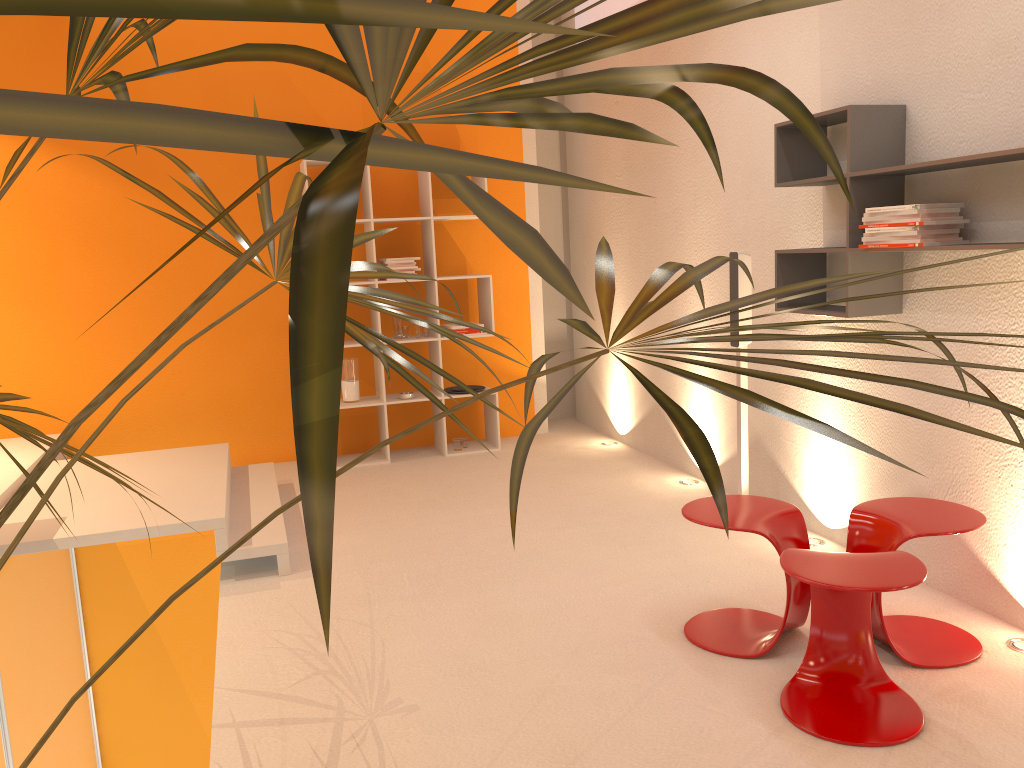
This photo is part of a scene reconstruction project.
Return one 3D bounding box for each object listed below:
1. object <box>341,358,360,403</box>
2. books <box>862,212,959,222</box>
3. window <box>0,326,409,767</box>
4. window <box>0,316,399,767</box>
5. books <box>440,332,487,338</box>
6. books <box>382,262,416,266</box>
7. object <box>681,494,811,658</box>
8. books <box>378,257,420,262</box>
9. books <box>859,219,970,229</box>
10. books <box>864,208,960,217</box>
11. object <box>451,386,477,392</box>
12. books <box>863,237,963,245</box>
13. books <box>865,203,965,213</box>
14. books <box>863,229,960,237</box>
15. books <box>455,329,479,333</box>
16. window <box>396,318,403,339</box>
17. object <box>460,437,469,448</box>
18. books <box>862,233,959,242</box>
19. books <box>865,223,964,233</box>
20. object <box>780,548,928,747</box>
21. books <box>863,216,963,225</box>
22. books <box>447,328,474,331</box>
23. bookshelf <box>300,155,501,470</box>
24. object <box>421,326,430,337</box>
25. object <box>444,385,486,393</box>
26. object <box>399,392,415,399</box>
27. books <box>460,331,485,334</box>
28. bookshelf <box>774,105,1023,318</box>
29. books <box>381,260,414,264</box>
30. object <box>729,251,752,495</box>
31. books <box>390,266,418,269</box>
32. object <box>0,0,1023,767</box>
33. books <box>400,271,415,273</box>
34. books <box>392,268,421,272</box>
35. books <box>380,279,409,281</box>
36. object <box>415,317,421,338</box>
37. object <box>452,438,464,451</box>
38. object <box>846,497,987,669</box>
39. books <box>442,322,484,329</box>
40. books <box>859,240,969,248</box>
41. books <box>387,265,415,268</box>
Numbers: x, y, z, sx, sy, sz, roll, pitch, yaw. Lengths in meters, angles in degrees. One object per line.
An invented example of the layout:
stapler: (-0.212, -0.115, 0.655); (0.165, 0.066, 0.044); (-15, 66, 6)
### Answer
object: (-1.088, -0.023, 5.956); (0.129, 0.291, 0.129); (-1, 9, 11)
books: (1.418, -0.595, 3.164); (0.190, 0.015, 0.254); (-7, 10, -25)
window: (-1.470, 2.036, 5.369); (2.294, 4.526, 1.860); (-5, 9, -16)
window: (-1.668, 2.142, 4.496); (0.993, 4.599, 4.234); (0, 9, 15)
books: (-0.340, -0.344, 6.085); (0.296, 0.013, 0.210); (-5, 9, -16)
books: (-0.768, -0.805, 5.952); (0.190, 0.015, 0.254); (-6, 9, -20)
object: (0.809, 0.659, 3.090); (0.420, 0.450, 0.391); (5, 12, 43)
books: (-0.757, -0.835, 5.939); (0.230, 0.017, 0.227); (-6, 9, -21)
books: (1.425, -0.569, 3.155); (0.210, 0.013, 0.297); (-6, 9, -21)
books: (1.417, -0.609, 3.153); (0.190, 0.015, 0.254); (-6, 9, -20)
object: (-0.334, 0.039, 6.190); (0.178, 0.020, 0.178); (-3, 9, 0)
books: (1.427, -0.511, 3.168); (0.190, 0.011, 0.268); (-6, 9, -20)
books: (1.430, -0.626, 3.153); (0.230, 0.017, 0.227); (-7, 10, -26)
books: (1.421, -0.539, 3.164); (0.190, 0.015, 0.254); (-6, 9, -20)
books: (-0.328, -0.370, 6.086); (0.254, 0.015, 0.190); (-6, 9, -20)
window: (-1.301, 0.762, 2.811); (0.908, 1.393, 6.719); (-2, 9, 3)
object: (2.257, 2.492, 0.437); (0.102, 2.685, 13.193); (-6, 9, -22)
books: (1.421, -0.525, 3.174); (0.190, 0.015, 0.254); (-7, 10, -25)
books: (1.433, -0.555, 3.163); (0.230, 0.017, 0.227); (-7, 10, -26)
object: (0.980, 0.729, 2.572); (0.391, 0.450, 0.420); (-1, 9, 13)
books: (1.424, -0.581, 3.157); (0.190, 0.011, 0.268); (-6, 9, -20)
books: (-0.337, -0.385, 6.084); (0.254, 0.015, 0.190); (-5, 9, -15)
bookshelf: (0.382, 0.832, 5.584); (3.516, 4.600, 1.107); (2, 10, 31)
object: (1.356, 1.735, 2.987); (0.190, 3.502, 7.694); (-7, 10, -28)
object: (-0.330, 0.041, 6.188); (0.294, 0.020, 0.294); (1, 9, 22)
object: (-0.715, 0.079, 6.015); (0.105, 0.035, 0.106); (2, 10, 27)
books: (-0.337, -0.356, 6.084); (0.268, 0.011, 0.190); (-5, 9, -15)
bookshelf: (1.746, 0.172, 2.336); (0.322, 2.145, 3.370); (-5, 9, -14)
books: (-0.769, -0.818, 5.941); (0.190, 0.015, 0.254); (-5, 9, -15)
object: (1.091, 0.029, 4.255); (0.116, 1.317, 0.111); (-6, 9, -20)
books: (-0.762, -0.778, 5.943); (0.210, 0.013, 0.296); (-5, 9, -16)
object: (-0.792, 0.418, 1.023); (3.098, 2.600, 3.241); (-4, 9, -8)
books: (-0.766, -0.748, 5.952); (0.190, 0.015, 0.254); (-5, 9, -15)
books: (-0.753, -0.765, 5.950); (0.230, 0.017, 0.227); (-6, 9, -21)
books: (-0.759, -0.708, 5.953); (0.210, 0.013, 0.296); (-5, 9, -16)
object: (-0.978, 2.399, 2.694); (0.870, 4.604, 7.392); (-1, 9, 14)
object: (1.854, 2.320, 1.675); (0.129, 2.692, 10.507); (-7, 9, -24)
object: (1.344, 0.651, 2.965); (0.420, 0.450, 0.391); (-5, 9, -16)
books: (-0.337, -0.398, 6.069); (0.227, 0.017, 0.230); (-6, 9, -21)
books: (1.428, -0.498, 3.166); (0.210, 0.013, 0.297); (-6, 9, -21)
books: (-0.763, -0.791, 5.945); (0.190, 0.011, 0.268); (-5, 9, -15)
